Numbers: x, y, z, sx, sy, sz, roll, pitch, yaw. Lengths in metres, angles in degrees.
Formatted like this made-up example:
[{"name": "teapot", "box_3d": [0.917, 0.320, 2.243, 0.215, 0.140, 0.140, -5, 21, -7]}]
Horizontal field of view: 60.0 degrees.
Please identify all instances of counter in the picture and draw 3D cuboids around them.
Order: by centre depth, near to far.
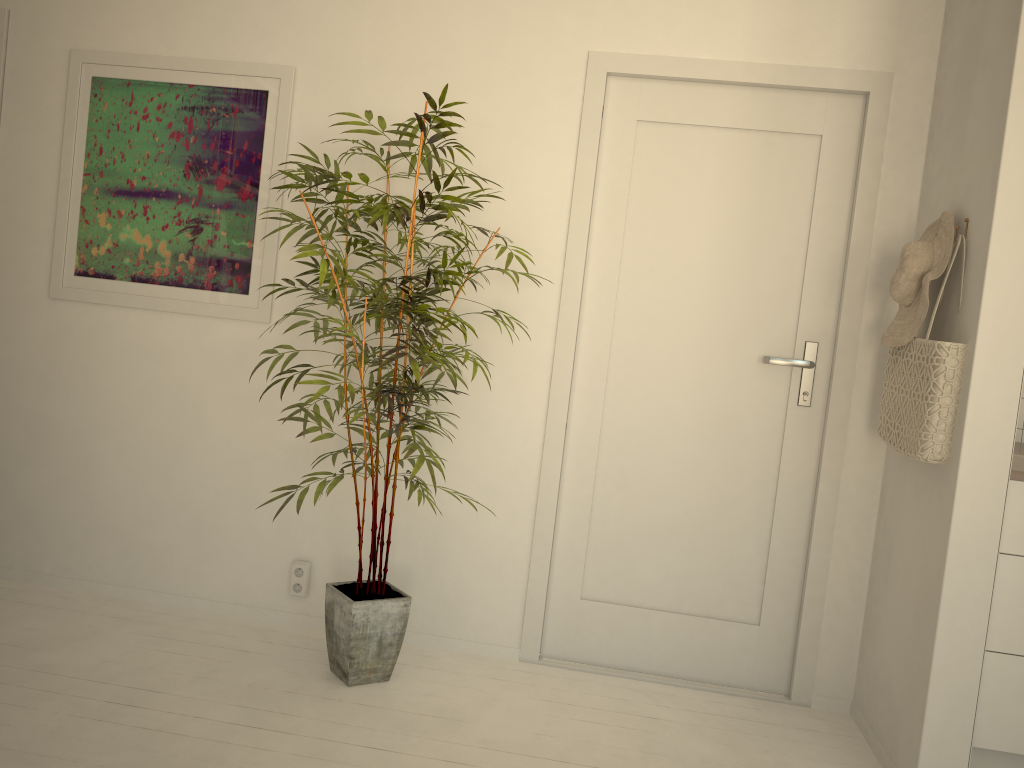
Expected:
[{"name": "counter", "box_3d": [3.509, 0.573, 1.085, 4.845, 0.163, 2.857, 7, 3, 7]}]

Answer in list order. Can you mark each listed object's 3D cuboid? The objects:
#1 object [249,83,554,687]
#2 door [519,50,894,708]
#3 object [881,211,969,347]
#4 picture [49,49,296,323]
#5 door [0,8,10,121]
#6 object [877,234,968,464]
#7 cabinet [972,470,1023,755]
[{"name": "object", "box_3d": [-0.918, -0.010, 2.493, 2.088, 1.711, 0.778, 6, 3, -12]}, {"name": "door", "box_3d": [0.616, -0.022, 2.935, 0.955, 2.032, 0.166, 7, 3, 7]}, {"name": "object", "box_3d": [1.138, -0.292, 2.497, 0.136, 0.385, 0.335, 7, 3, 7]}, {"name": "picture", "box_3d": [-1.190, -0.692, 3.081, 0.822, 0.876, 0.012, 7, 3, 7]}, {"name": "door", "box_3d": [-2.365, -0.380, 3.308, 0.955, 2.032, 0.166, 7, 3, 7]}, {"name": "object", "box_3d": [1.147, -0.099, 2.454, 0.093, 0.612, 0.439, 7, 3, 6]}, {"name": "cabinet", "box_3d": [3.554, 0.178, 1.068, 4.845, 2.159, 2.853, 7, 3, 7]}]
